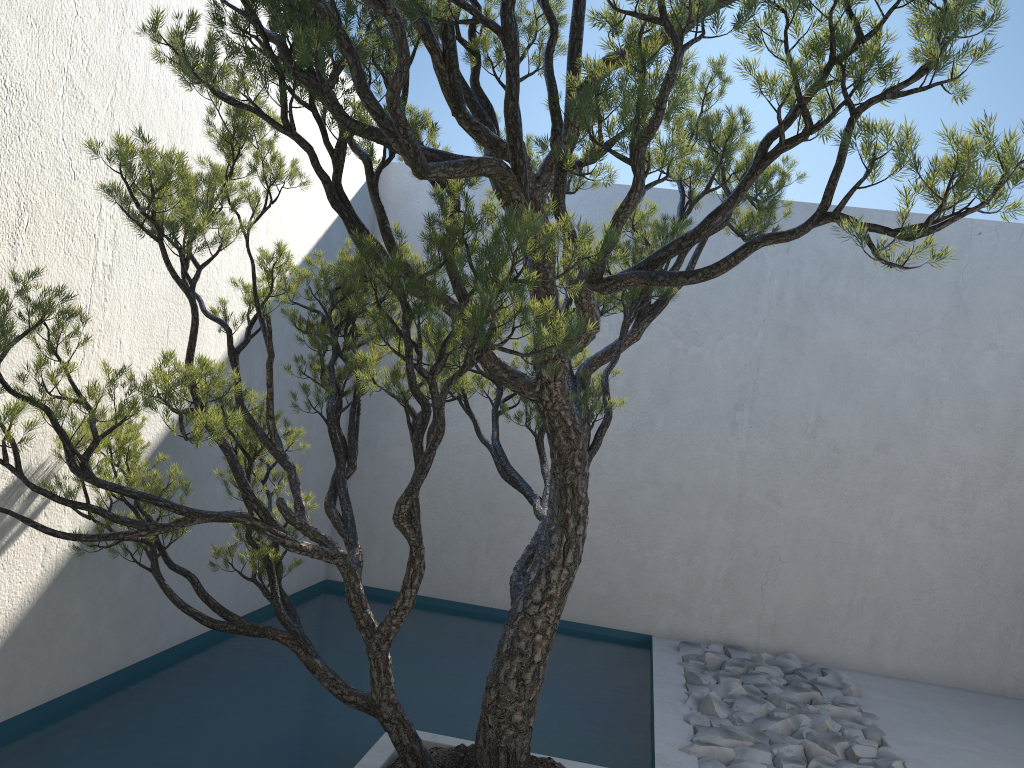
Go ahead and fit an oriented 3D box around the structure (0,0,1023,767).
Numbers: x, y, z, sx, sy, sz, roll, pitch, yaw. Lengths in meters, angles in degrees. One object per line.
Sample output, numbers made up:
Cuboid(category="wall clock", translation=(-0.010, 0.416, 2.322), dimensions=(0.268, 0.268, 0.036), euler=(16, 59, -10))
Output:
Cuboid(category="structure", translation=(-0.180, -0.193, 2.554), dimensions=(2.586, 3.474, 2.518), euler=(8, 0, 2))
